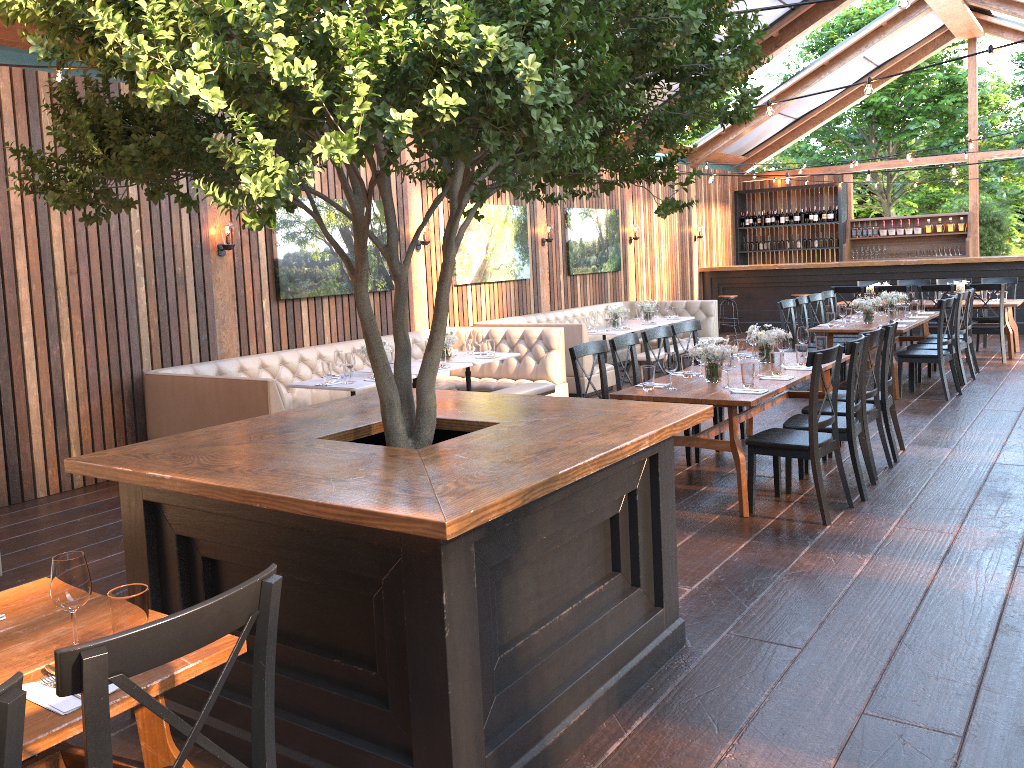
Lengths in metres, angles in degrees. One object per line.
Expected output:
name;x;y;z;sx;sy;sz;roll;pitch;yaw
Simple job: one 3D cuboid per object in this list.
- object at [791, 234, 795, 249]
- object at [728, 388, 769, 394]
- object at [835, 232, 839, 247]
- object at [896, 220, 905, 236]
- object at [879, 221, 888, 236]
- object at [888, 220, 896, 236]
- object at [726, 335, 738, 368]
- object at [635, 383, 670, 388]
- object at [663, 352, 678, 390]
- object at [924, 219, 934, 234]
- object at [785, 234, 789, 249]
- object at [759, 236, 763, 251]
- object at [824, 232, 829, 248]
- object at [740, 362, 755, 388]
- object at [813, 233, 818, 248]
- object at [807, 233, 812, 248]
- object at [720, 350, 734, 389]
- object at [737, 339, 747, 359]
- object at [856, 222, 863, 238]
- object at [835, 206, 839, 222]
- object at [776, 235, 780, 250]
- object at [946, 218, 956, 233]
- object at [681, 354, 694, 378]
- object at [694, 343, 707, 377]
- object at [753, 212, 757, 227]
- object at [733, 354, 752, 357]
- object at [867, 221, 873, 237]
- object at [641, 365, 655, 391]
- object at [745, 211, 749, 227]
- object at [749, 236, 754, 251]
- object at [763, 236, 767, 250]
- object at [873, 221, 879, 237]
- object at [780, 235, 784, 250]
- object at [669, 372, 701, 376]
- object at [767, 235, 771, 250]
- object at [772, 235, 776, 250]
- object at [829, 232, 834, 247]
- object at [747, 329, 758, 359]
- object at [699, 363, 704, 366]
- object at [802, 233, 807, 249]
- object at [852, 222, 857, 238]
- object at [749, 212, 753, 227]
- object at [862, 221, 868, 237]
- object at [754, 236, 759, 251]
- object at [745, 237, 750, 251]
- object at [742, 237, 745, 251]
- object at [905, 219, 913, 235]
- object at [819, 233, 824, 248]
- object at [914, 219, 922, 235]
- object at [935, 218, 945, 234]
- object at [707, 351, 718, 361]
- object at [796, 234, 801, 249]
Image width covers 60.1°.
object;5.828;-2.953;18.349;0.094;0.307;0.094;0;6;34
object;1.482;0.039;5.599;0.255;0.019;0.158;3;10;35
object;6.559;-2.919;17.856;0.094;0.307;0.095;-5;5;-29
object;7.646;-3.076;17.401;0.138;0.309;0.139;1;6;39
object;7.391;-3.091;17.588;0.138;0.309;0.139;1;6;39
object;7.517;-3.083;17.496;0.138;0.309;0.139;1;6;34
object;1.679;-0.250;6.759;0.092;0.243;0.092;-4;5;-13
object;0.979;0.004;6.016;0.255;0.019;0.158;3;10;35
object;1.046;-0.085;5.829;0.092;0.243;0.093;-2;5;15
object;8.063;-3.044;17.122;0.176;0.287;0.110;0;6;30
object;5.709;-2.951;18.374;0.094;0.307;0.095;-1;5;16
object;5.281;-2.985;18.757;0.094;0.307;0.094;0;5;32
object;6.374;-2.924;17.955;0.094;0.307;0.094;0;5;31
object;1.541;-0.059;5.777;0.092;0.157;0.092;-7;7;-39
object;6.205;-2.934;18.086;0.094;0.307;0.094;-3;5;-1
object;6.101;-2.935;18.126;0.094;0.307;0.095;-3;5;0
object;1.404;-0.094;5.768;0.092;0.243;0.093;-3;5;-7
object;1.879;-0.285;7.242;0.092;0.157;0.092;-5;6;-19
object;7.005;-3.112;17.837;0.095;0.317;0.094;-7;6;-40
object;6.521;-3.414;17.777;0.075;0.301;0.075;-6;6;-38
object;5.581;-2.967;18.530;0.094;0.307;0.095;-5;5;-29
object;8.372;-3.026;16.888;0.176;0.287;0.110;0;6;30
object;1.256;-0.127;6.324;0.092;0.157;0.092;-6;6;-29
object;1.355;-0.172;6.342;0.092;0.243;0.093;0;6;32
object;5.135;-3.483;18.707;0.077;0.307;0.078;-2;5;13
object;1.937;-0.243;7.420;0.255;0.019;0.158;3;10;35
object;7.171;-3.103;17.719;0.094;0.317;0.095;0;5;30
object;0.901;-0.039;5.858;0.092;0.157;0.092;-6;6;-29
object;5.018;-3.508;18.846;0.087;0.333;0.088;-2;5;15
object;5.101;-2.988;18.838;0.094;0.307;0.095;-3;5;0
object;5.362;-2.984;18.720;0.094;0.307;0.094;-3;5;-1
object;7.267;-3.101;17.674;0.094;0.317;0.095;2;7;45
object;5.631;-2.958;18.449;0.094;0.307;0.094;1;6;36
object;1.297;-0.077;6.501;0.255;0.019;0.158;3;10;35
object;5.405;-2.971;18.619;0.094;0.307;0.094;-6;6;-34
object;5.510;-2.973;18.596;0.094;0.307;0.094;0;5;31
object;6.453;-2.918;17.885;0.094;0.307;0.094;1;6;36
object;1.975;-0.333;7.245;0.092;0.243;0.092;-6;6;-30
object;1.606;-0.158;6.938;0.255;0.019;0.158;3;10;35
object;6.026;-2.945;18.221;0.095;0.307;0.094;-5;5;-28
object;6.935;-3.120;17.918;0.094;0.317;0.095;0;6;35
object;5.073;-3.488;18.774;0.077;0.305;0.077;-6;6;-39
object;7.107;-3.112;17.804;0.094;0.317;0.095;0;5;30
object;5.203;-2.989;18.813;0.095;0.307;0.094;-5;5;-28
object;5.021;-2.990;18.882;0.094;0.307;0.094;1;6;39
object;4.977;-3.003;18.987;0.094;0.307;0.095;-1;5;21
object;7.766;-3.069;17.311;0.138;0.309;0.139;0;6;29
object;6.305;-2.932;18.037;0.094;0.307;0.094;-6;6;-34
object;7.909;-3.066;17.238;0.138;0.309;0.139;1;6;39
object;8.236;-3.040;17.030;0.176;0.287;0.110;2;7;40
object;1.535;-0.202;6.780;0.092;0.157;0.092;-3;5;1
object;5.917;-2.946;18.266;0.094;0.307;0.094;0;5;32
